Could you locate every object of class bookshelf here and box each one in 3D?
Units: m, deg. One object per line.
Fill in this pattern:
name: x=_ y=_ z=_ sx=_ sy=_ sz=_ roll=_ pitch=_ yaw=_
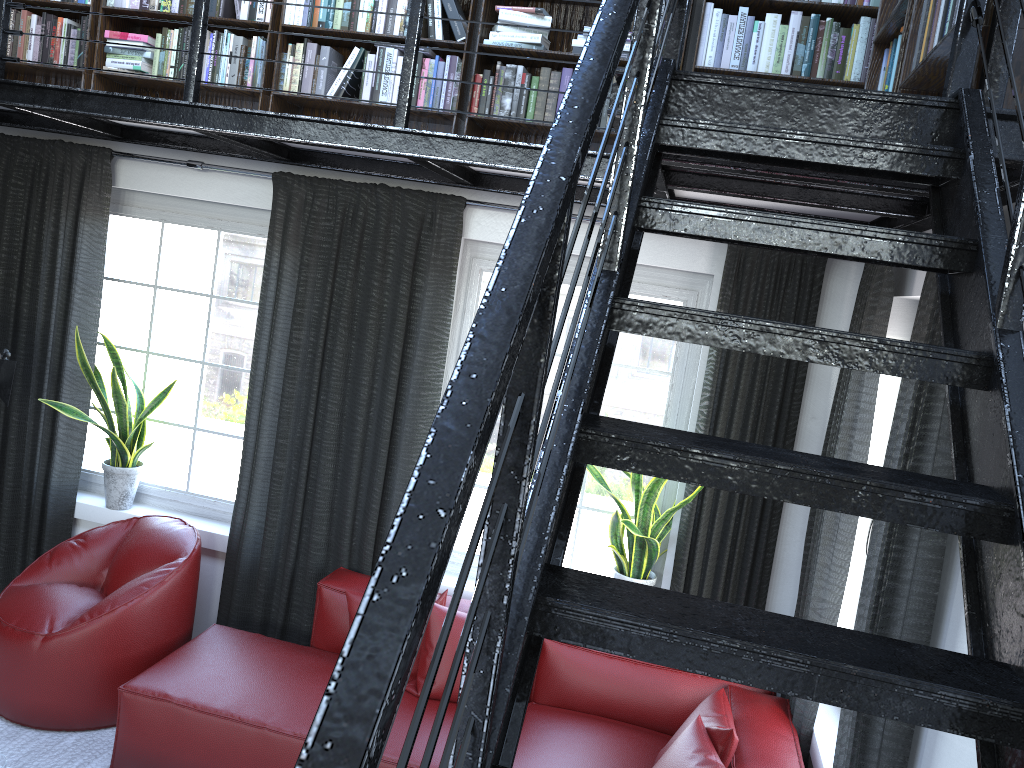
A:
bookshelf: x=-0.800 y=-1.722 z=2.541 sx=4.481 sy=1.610 sz=3.097 roll=10 pitch=7 yaw=11

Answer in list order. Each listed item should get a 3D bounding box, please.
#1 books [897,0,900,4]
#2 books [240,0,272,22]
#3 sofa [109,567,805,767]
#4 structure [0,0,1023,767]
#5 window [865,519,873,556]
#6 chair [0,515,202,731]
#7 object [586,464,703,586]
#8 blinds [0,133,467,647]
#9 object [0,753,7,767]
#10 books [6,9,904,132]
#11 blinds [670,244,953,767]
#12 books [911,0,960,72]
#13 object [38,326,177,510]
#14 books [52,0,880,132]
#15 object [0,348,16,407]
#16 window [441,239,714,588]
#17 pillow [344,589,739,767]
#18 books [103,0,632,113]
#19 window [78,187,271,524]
books: x=-0.868 y=-1.753 z=2.135 sx=4.382 sy=1.403 sz=2.211 roll=10 pitch=6 yaw=10
books: x=-0.517 y=-1.906 z=3.871 sx=4.447 sy=1.391 sz=0.242 roll=10 pitch=5 yaw=12
sofa: x=-0.409 y=1.422 z=2.451 sx=2.545 sy=0.653 sz=3.289 roll=10 pitch=7 yaw=11
structure: x=-1.212 y=-0.022 z=1.933 sx=4.494 sy=3.341 sz=4.628 roll=10 pitch=6 yaw=11
window: x=1.323 y=0.529 z=2.841 sx=0.133 sy=1.599 sz=1.170 roll=10 pitch=6 yaw=11
chair: x=-1.830 y=0.988 z=3.892 sx=0.829 sy=0.708 sz=0.835 roll=6 pitch=7 yaw=-27
object: x=0.499 y=0.615 z=3.811 sx=0.553 sy=0.936 sz=0.528 roll=9 pitch=5 yaw=0
blinds: x=-1.592 y=0.109 z=4.294 sx=2.511 sy=2.377 sz=0.125 roll=10 pitch=5 yaw=11
object: x=-1.235 y=1.225 z=2.403 sx=1.010 sy=0.293 sz=0.513 roll=10 pitch=7 yaw=14
books: x=-0.629 y=-1.881 z=3.400 sx=4.442 sy=1.424 sz=1.288 roll=10 pitch=6 yaw=13
blinds: x=1.079 y=0.669 z=3.041 sx=0.527 sy=2.371 sz=1.757 roll=8 pitch=6 yaw=-7
books: x=-0.741 y=-1.798 z=2.658 sx=4.389 sy=1.399 sz=1.173 roll=10 pitch=6 yaw=11
object: x=-2.074 y=0.154 z=4.355 sx=0.555 sy=0.936 sz=0.526 roll=11 pitch=6 yaw=22
books: x=-0.513 y=-1.917 z=3.874 sx=4.442 sy=1.407 sz=0.227 roll=10 pitch=5 yaw=11
object: x=-1.411 y=0.591 z=4.030 sx=2.904 sy=1.572 sz=0.756 roll=8 pitch=5 yaw=-5
window: x=0.219 y=0.201 z=4.134 sx=1.168 sy=1.599 sz=0.133 roll=10 pitch=5 yaw=11
pillow: x=0.224 y=1.181 z=3.253 sx=0.981 sy=0.400 sz=1.967 roll=4 pitch=8 yaw=-36
books: x=-0.173 y=-1.707 z=3.825 sx=3.396 sy=1.118 sz=0.241 roll=10 pitch=5 yaw=11
window: x=-1.721 y=-0.144 z=4.527 sx=1.168 sy=1.599 sz=0.133 roll=10 pitch=5 yaw=11
